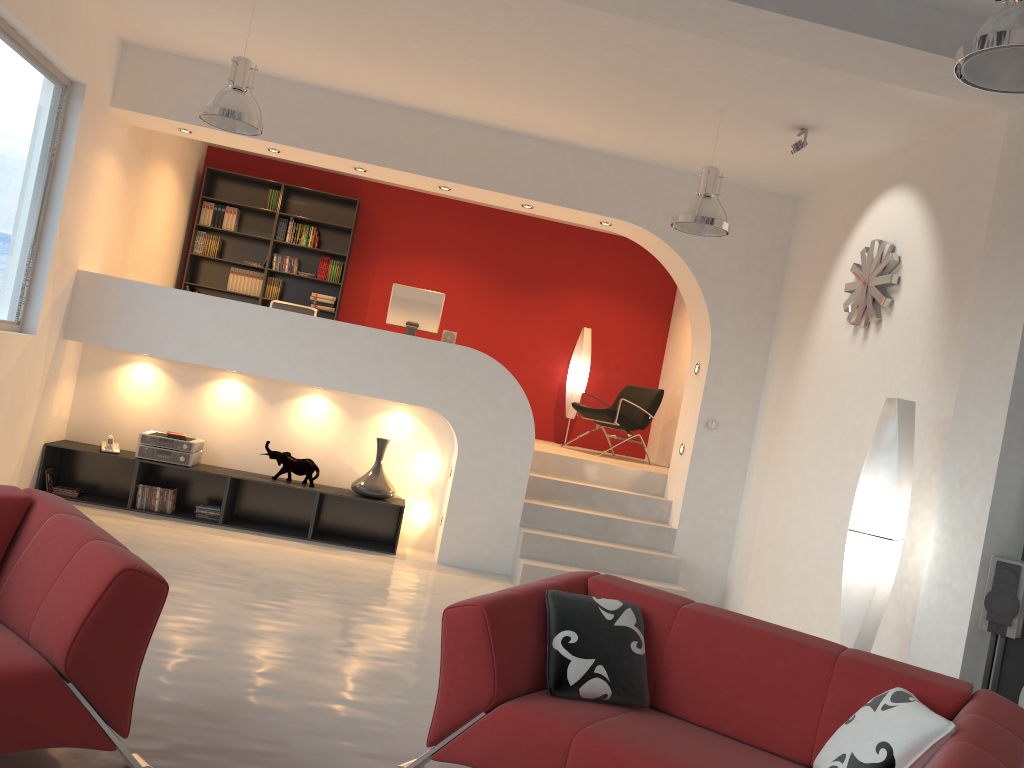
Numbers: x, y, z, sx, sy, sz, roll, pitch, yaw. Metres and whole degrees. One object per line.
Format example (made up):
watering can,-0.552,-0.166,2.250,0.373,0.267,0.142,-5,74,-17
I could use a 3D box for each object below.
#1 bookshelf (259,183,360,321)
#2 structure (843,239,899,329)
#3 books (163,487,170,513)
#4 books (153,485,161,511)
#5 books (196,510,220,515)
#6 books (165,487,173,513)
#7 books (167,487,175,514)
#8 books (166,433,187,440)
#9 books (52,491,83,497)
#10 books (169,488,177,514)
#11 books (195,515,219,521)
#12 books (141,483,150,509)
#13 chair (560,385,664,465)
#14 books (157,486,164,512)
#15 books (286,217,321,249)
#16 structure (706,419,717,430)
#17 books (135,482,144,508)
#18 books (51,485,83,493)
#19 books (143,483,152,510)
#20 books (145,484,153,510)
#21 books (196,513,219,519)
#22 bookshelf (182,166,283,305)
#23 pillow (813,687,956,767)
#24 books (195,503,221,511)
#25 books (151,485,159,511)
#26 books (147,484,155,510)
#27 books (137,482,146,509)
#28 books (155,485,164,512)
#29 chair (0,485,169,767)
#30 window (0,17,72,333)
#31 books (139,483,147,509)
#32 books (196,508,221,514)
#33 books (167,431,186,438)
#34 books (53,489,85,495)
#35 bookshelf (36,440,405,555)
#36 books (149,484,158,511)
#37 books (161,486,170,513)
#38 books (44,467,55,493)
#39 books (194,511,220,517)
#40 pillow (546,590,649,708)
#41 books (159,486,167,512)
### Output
bookshelf,-2.285,-0.995,9.703,0.816,2.213,0.305,11,-1,-7
structure,2.373,-0.667,5.900,0.090,0.596,0.596,11,-1,-7
books,-2.708,0.908,6.963,0.031,0.190,0.135,11,-1,-7
books,-2.781,0.894,6.954,0.031,0.190,0.135,11,-1,-7
books,-2.401,1.012,7.053,0.190,0.015,0.135,11,-1,-7
books,-2.693,0.911,6.965,0.031,0.190,0.135,11,-1,-7
books,-2.678,0.914,6.967,0.031,0.190,0.135,11,-1,-7
books,-2.655,0.417,7.012,0.135,0.015,0.190,11,-1,-27
books,-3.465,0.851,6.918,0.190,0.015,0.135,11,-1,-7
books,-2.664,0.917,6.969,0.031,0.190,0.135,11,-1,-7
books,-2.411,1.056,7.052,0.190,0.015,0.135,11,-1,-12
books,-2.868,0.877,6.943,0.031,0.190,0.135,11,-1,-7
chair,1.062,0.362,9.301,0.768,0.795,0.664,12,-1,-32
books,-2.752,0.900,6.958,0.031,0.190,0.135,11,-1,-7
books,-2.276,-1.638,9.722,0.341,0.286,0.231,11,-1,-7
structure,1.651,0.337,7.335,0.080,0.080,0.016,11,-1,-7
books,-2.912,0.868,6.937,0.031,0.190,0.135,11,-1,-7
books,-3.470,0.819,6.917,0.190,0.015,0.135,11,-1,-7
books,-2.854,0.880,6.944,0.031,0.190,0.135,11,-1,-7
books,-2.839,0.882,6.946,0.031,0.190,0.135,11,-1,-7
books,-2.403,1.042,7.053,0.190,0.015,0.135,11,-1,-7
bookshelf,-3.080,-1.150,9.602,0.816,2.213,0.305,11,-1,-7
pillow,1.136,1.125,2.738,0.288,0.343,0.402,11,-1,0
books,-2.409,0.980,7.052,0.190,0.015,0.135,11,-1,-12
books,-2.795,0.891,6.952,0.031,0.190,0.135,11,-1,-7
books,-2.825,0.885,6.948,0.031,0.190,0.135,11,-1,-7
books,-2.898,0.871,6.939,0.031,0.190,0.135,11,-1,-7
books,-2.766,0.897,6.956,0.031,0.190,0.135,11,-1,-7
chair,-1.812,0.736,2.644,0.951,0.738,1.288,10,-1,43
window,-3.157,-1.243,5.014,0.100,1.800,2.400,11,-1,-7
books,-2.883,0.874,6.941,0.031,0.190,0.135,11,-1,-7
books,-2.401,0.997,7.046,0.190,0.015,0.135,11,-1,-7
books,-2.657,0.402,7.021,0.135,0.015,0.190,11,-1,-22
books,-3.457,0.837,6.919,0.190,0.015,0.135,11,-1,-7
bookshelf,-2.259,0.905,7.092,2.764,0.397,0.405,11,-1,-7
books,-2.810,0.888,6.950,0.031,0.190,0.135,11,-1,-7
books,-2.722,0.905,6.961,0.031,0.190,0.135,11,-1,-7
books,-3.572,0.745,6.853,0.063,0.187,0.135,11,-1,-7
books,-2.410,1.026,7.052,0.190,0.015,0.135,11,-1,-2
pillow,0.314,0.977,3.285,0.402,0.343,0.288,11,-1,-15
books,-2.737,0.902,6.959,0.031,0.190,0.135,11,-1,-7
